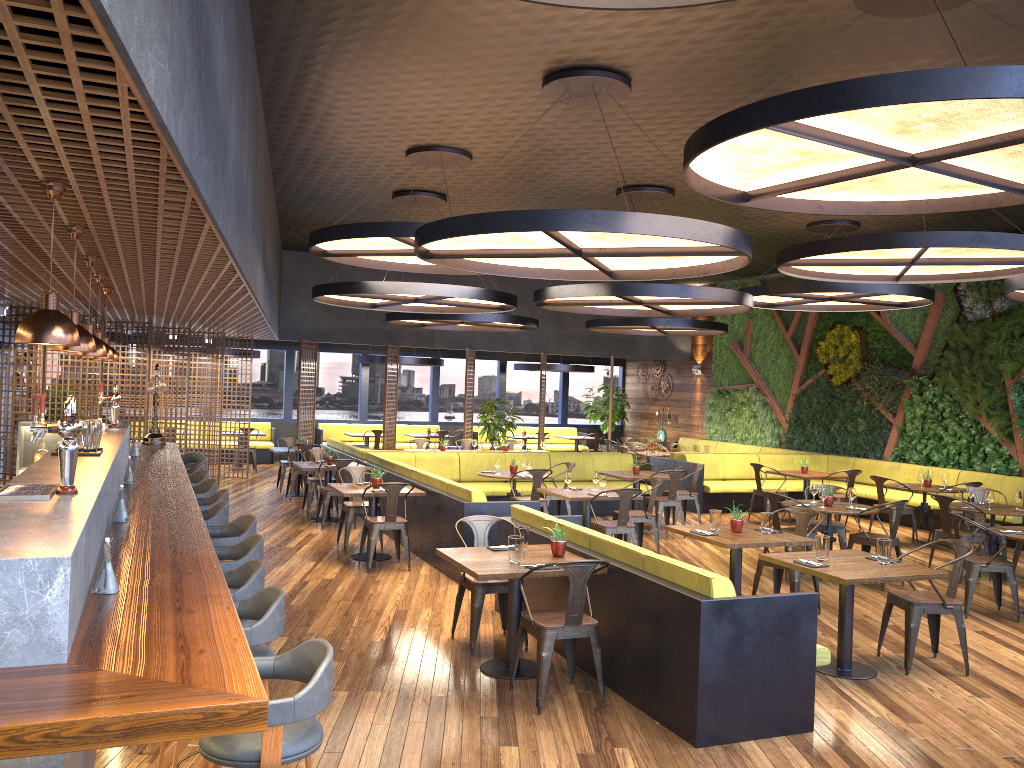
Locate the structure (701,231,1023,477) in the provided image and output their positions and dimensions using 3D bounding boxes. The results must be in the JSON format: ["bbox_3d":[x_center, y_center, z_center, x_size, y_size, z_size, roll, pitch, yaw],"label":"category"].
[{"bbox_3d":[6.225,-0.089,16.320,0.918,4.593,9.182,2,0,-23],"label":"structure"}]

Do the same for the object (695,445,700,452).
[{"bbox_3d":[3.555,1.262,16.987,0.102,0.178,0.102,2,0,13],"label":"object"}]

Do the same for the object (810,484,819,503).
[{"bbox_3d":[3.368,1.217,9.889,0.097,0.206,0.097,2,0,-15],"label":"object"}]

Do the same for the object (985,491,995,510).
[{"bbox_3d":[5.267,1.285,9.782,0.097,0.206,0.097,2,0,-32],"label":"object"}]

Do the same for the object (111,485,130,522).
[{"bbox_3d":[-2.172,0.660,4.915,0.114,0.203,0.069,2,0,29],"label":"object"}]

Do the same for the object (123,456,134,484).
[{"bbox_3d":[-2.867,0.641,6.635,0.069,0.203,0.114,2,0,-33],"label":"object"}]

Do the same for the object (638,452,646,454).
[{"bbox_3d":[2.440,1.301,16.684,0.157,0.019,0.255,2,0,-23],"label":"object"}]

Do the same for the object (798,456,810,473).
[{"bbox_3d":[4.493,1.237,13.645,0.260,0.271,0.238,2,0,17],"label":"object"}]

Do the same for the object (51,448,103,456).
[{"bbox_3d":[-2.776,0.433,5.674,0.273,0.019,0.437,2,0,-22],"label":"object"}]

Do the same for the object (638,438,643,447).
[{"bbox_3d":[2.714,1.239,18.772,0.102,0.178,0.102,2,0,-37],"label":"object"}]

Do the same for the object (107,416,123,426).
[{"bbox_3d":[-3.960,0.366,8.842,0.177,0.091,0.091,2,0,43],"label":"object"}]

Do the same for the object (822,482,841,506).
[{"bbox_3d":[3.427,1.183,9.626,0.260,0.271,0.238,2,0,17],"label":"object"}]

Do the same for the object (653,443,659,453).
[{"bbox_3d":[2.761,1.234,17.031,0.102,0.178,0.102,2,0,-37],"label":"object"}]

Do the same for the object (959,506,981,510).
[{"bbox_3d":[5.106,1.374,9.856,0.255,0.019,0.157,2,0,-24],"label":"object"}]

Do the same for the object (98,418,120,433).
[{"bbox_3d":[-3.565,0.369,7.816,0.200,0.106,0.766,2,0,-22],"label":"object"}]

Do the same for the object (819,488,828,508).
[{"bbox_3d":[3.318,1.214,9.453,0.097,0.206,0.097,2,0,40],"label":"object"}]

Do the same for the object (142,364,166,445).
[{"bbox_3d":[-4.193,0.238,10.445,0.263,0.944,0.566,2,0,-30],"label":"object"}]

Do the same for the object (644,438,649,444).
[{"bbox_3d":[2.874,1.245,18.921,0.102,0.178,0.102,2,0,13],"label":"object"}]

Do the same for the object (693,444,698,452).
[{"bbox_3d":[3.588,1.265,17.367,0.102,0.178,0.102,2,0,-37],"label":"object"}]

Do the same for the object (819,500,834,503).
[{"bbox_3d":[3.528,1.317,9.949,0.157,0.019,0.255,2,0,20],"label":"object"}]

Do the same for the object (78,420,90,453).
[{"bbox_3d":[-2.745,0.339,5.681,0.105,0.209,0.105,2,0,13],"label":"object"}]

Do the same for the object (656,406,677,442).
[{"bbox_3d":[3.718,1.332,21.510,0.459,1.615,0.848,2,0,-22],"label":"object"}]

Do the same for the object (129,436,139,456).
[{"bbox_3d":[-3.779,0.617,8.863,0.114,0.203,0.069,2,0,12],"label":"object"}]

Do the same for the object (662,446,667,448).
[{"bbox_3d":[3.223,1.337,18.842,0.157,0.019,0.255,2,0,-23],"label":"object"}]

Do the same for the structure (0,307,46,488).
[{"bbox_3d":[-6.479,0.383,11.089,1.319,2.700,0.050,2,0,8],"label":"structure"}]

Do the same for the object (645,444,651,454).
[{"bbox_3d":[2.570,1.226,16.791,0.102,0.178,0.102,2,0,-37],"label":"object"}]

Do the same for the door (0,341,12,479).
[{"bbox_3d":[-8.662,0.467,14.969,0.052,2.386,2.441,2,0,-22],"label":"door"}]

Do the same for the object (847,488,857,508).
[{"bbox_3d":[3.663,1.227,9.562,0.097,0.206,0.097,2,0,19],"label":"object"}]

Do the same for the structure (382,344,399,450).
[{"bbox_3d":[-2.491,0.553,18.175,0.050,2.700,0.852,2,0,8],"label":"structure"}]

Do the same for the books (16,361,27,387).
[{"bbox_3d":[-9.281,-0.190,16.770,0.223,0.489,0.286,2,0,-31],"label":"books"}]

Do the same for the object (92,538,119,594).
[{"bbox_3d":[-1.507,0.677,3.310,0.114,0.203,0.069,2,0,25],"label":"object"}]

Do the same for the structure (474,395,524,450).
[{"bbox_3d":[-0.360,1.100,18.344,0.993,1.763,1.166,2,0,38],"label":"structure"}]

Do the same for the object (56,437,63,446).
[{"bbox_3d":[-4.491,0.658,8.879,0.133,0.385,0.133,2,0,17],"label":"object"}]

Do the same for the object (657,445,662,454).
[{"bbox_3d":[2.768,1.233,16.667,0.102,0.178,0.102,2,0,13],"label":"object"}]

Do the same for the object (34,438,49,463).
[{"bbox_3d":[-4.683,0.693,8.840,0.133,0.301,0.133,2,0,-16],"label":"object"}]

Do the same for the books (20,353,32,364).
[{"bbox_3d":[-9.531,-0.484,17.392,0.177,0.245,0.450,2,0,-22],"label":"books"}]

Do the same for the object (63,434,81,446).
[{"bbox_3d":[-2.760,0.338,5.558,0.105,0.209,0.105,2,0,13],"label":"object"}]

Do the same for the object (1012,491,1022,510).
[{"bbox_3d":[5.650,1.299,9.923,0.097,0.206,0.097,2,0,19],"label":"object"}]

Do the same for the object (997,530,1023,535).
[{"bbox_3d":[4.575,1.348,8.076,0.255,0.019,0.157,2,0,9],"label":"object"}]

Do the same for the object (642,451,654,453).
[{"bbox_3d":[2.631,1.309,17.111,0.157,0.019,0.255,2,0,-23],"label":"object"}]

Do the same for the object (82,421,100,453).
[{"bbox_3d":[-2.655,0.342,5.588,0.105,0.209,0.105,2,0,13],"label":"object"}]

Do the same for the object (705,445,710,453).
[{"bbox_3d":[3.779,1.271,17.170,0.102,0.178,0.102,2,0,-37],"label":"object"}]

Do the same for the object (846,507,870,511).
[{"bbox_3d":[3.644,1.319,9.388,0.157,0.019,0.255,2,0,-44],"label":"object"}]

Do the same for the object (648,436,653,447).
[{"bbox_3d":[2.922,1.200,18.730,0.238,0.271,0.260,2,0,-1],"label":"object"}]

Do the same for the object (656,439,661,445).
[{"bbox_3d":[3.099,1.253,18.736,0.102,0.178,0.102,2,0,13],"label":"object"}]

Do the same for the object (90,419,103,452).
[{"bbox_3d":[-2.745,0.339,5.819,0.105,0.209,0.105,2,0,13],"label":"object"}]

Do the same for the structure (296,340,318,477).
[{"bbox_3d":[-4.065,0.494,17.534,0.050,2.700,0.852,2,0,8],"label":"structure"}]

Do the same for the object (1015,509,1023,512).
[{"bbox_3d":[5.631,1.392,9.749,0.157,0.019,0.255,2,0,-44],"label":"object"}]

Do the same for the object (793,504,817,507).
[{"bbox_3d":[3.158,1.302,9.527,0.255,0.019,0.157,2,0,-24],"label":"object"}]
